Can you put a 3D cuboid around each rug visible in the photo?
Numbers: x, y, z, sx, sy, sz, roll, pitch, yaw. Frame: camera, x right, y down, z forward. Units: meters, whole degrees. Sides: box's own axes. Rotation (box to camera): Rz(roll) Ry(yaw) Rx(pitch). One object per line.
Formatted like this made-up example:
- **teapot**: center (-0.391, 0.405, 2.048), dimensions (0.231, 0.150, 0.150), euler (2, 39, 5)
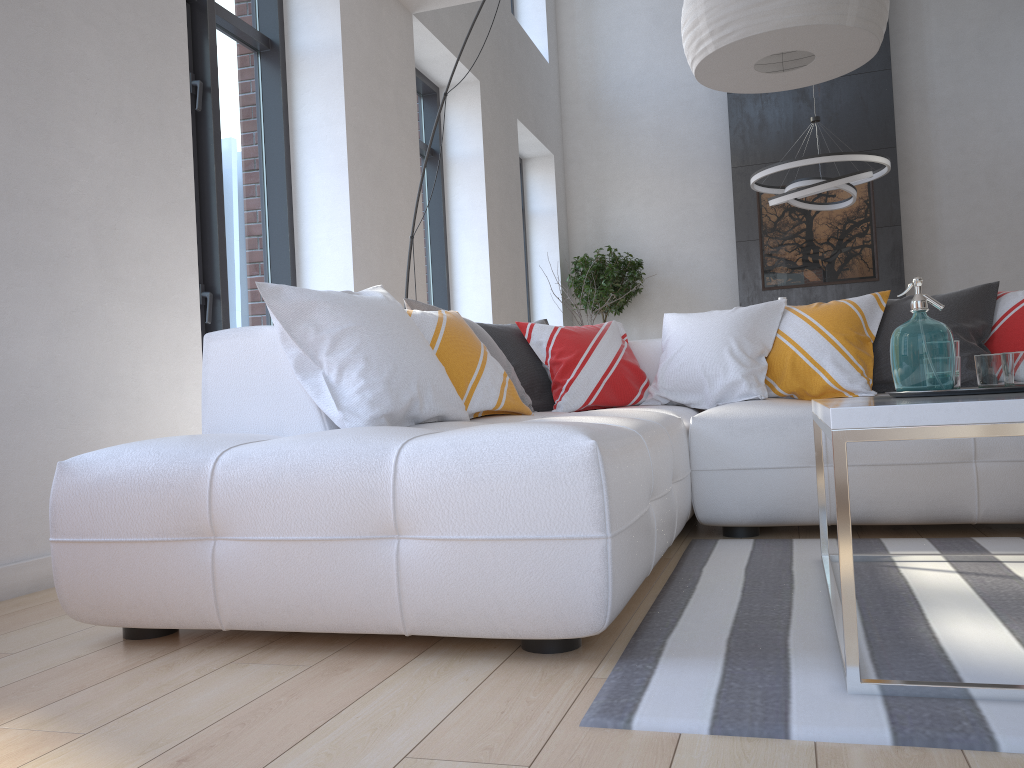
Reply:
- **rug**: center (1.448, 0.433, 1.746), dimensions (2.326, 0.016, 1.662), euler (-3, -1, 17)

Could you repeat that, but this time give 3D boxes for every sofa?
- **sofa**: center (0.985, 0.118, 2.667), dimensions (3.424, 0.732, 2.614), euler (-3, -1, 17)

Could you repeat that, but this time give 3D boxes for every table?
- **table**: center (1.177, 0.225, 1.703), dimensions (1.091, 0.435, 1.091), euler (-3, -1, 17)

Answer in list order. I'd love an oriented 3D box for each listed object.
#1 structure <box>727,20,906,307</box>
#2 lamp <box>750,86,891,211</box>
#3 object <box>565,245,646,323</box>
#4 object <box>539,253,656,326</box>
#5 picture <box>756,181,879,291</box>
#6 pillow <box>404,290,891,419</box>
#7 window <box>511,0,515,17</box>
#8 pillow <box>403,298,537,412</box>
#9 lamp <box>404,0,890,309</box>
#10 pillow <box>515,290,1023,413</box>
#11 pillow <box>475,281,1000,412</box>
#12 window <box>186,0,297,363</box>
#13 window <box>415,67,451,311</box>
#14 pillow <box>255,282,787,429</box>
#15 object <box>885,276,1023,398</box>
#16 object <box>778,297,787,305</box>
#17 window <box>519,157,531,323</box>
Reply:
- **structure**: center (2.832, -2.669, 8.463), dimensions (1.500, 6.351, 0.722), euler (-3, -1, 17)
- **lamp**: center (2.213, -3.593, 6.750), dimensions (1.000, 4.513, 1.000), euler (-3, -1, 19)
- **object**: center (0.982, -0.398, 8.975), dimensions (0.801, 2.019, 0.813), euler (-4, -1, 21)
- **object**: center (0.372, -0.318, 4.436), dimensions (0.607, 0.744, 0.406), euler (-2, -1, -33)
- **picture**: center (2.905, -1.432, 8.461), dimensions (1.056, 0.990, 0.026), euler (-3, -1, 17)
- **pillow**: center (0.464, -0.098, 3.119), dimensions (2.095, 0.440, 0.630), euler (-2, -1, -26)
- **window**: center (-0.282, -4.478, 8.665), dimensions (0.170, 2.402, 1.310), euler (-3, -1, 17)
- **pillow**: center (1.121, -0.153, 3.137), dimensions (2.953, 0.453, 0.647), euler (-3, -1, 5)
- **lamp**: center (0.011, -0.767, 3.686), dimensions (0.710, 2.647, 3.199), euler (-2, -2, -37)
- **pillow**: center (1.129, -0.116, 3.482), dimensions (2.250, 0.449, 0.575), euler (-3, -1, 15)
- **pillow**: center (0.813, -0.123, 3.571), dimensions (2.120, 0.436, 0.608), euler (-3, -1, 13)
- **window**: center (-1.468, -1.155, 4.201), dimensions (0.170, 2.402, 1.310), euler (-3, -1, 17)
- **window**: center (-0.786, -1.144, 6.397), dimensions (0.170, 2.402, 1.310), euler (-3, -1, 17)
- **pillow**: center (0.200, -0.106, 2.939), dimensions (0.580, 0.456, 2.156), euler (-4, -2, 43)
- **object**: center (0.981, -0.110, 1.927), dimensions (0.330, 0.265, 0.330), euler (-4, -2, 41)
- **object**: center (1.176, -0.194, 4.103), dimensions (0.316, 0.398, 0.319), euler (-4, -2, 41)
- **window**: center (-0.103, -1.134, 8.593), dimensions (0.170, 2.402, 1.310), euler (-3, -1, 17)
